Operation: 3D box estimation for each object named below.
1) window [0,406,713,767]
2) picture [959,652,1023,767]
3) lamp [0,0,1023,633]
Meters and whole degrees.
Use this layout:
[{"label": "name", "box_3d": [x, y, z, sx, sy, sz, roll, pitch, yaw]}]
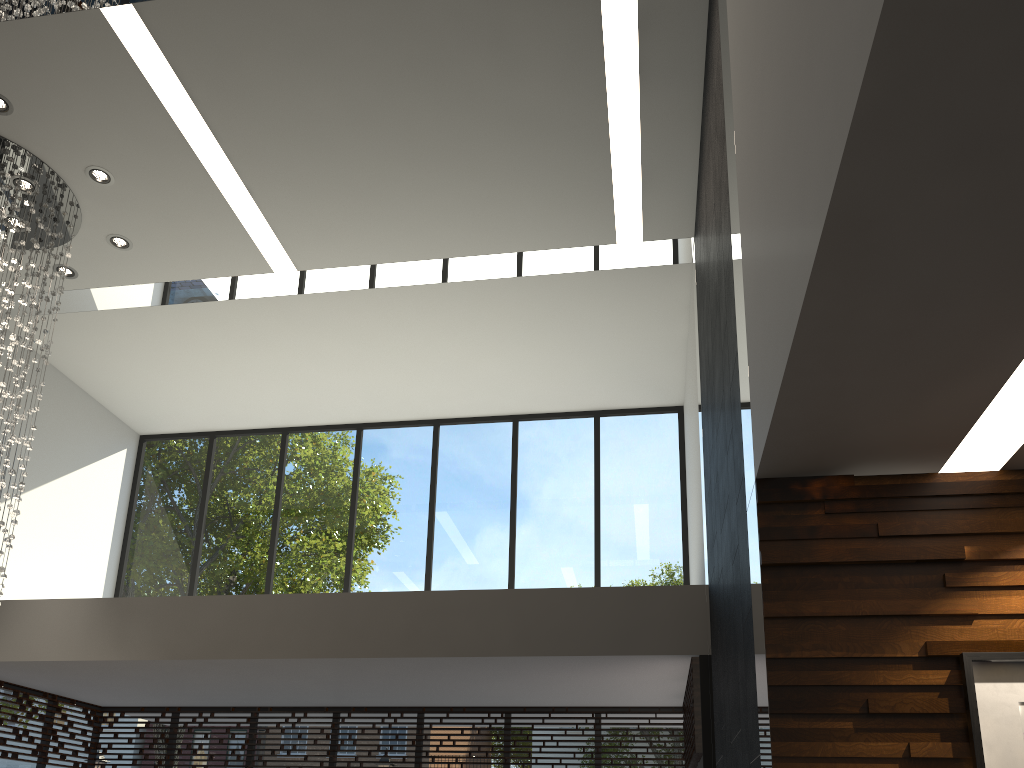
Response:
[{"label": "window", "box_3d": [-1.500, 2.480, 7.527, 6.155, 5.548, 2.534, -3, -20, 9]}, {"label": "picture", "box_3d": [1.810, 1.184, 2.604, 0.764, 0.713, 0.036, -3, -18, 9]}, {"label": "lamp", "box_3d": [-1.686, -41.759, 11.491, 409.439, 105.479, 423.553, -17, -33, 31]}]
